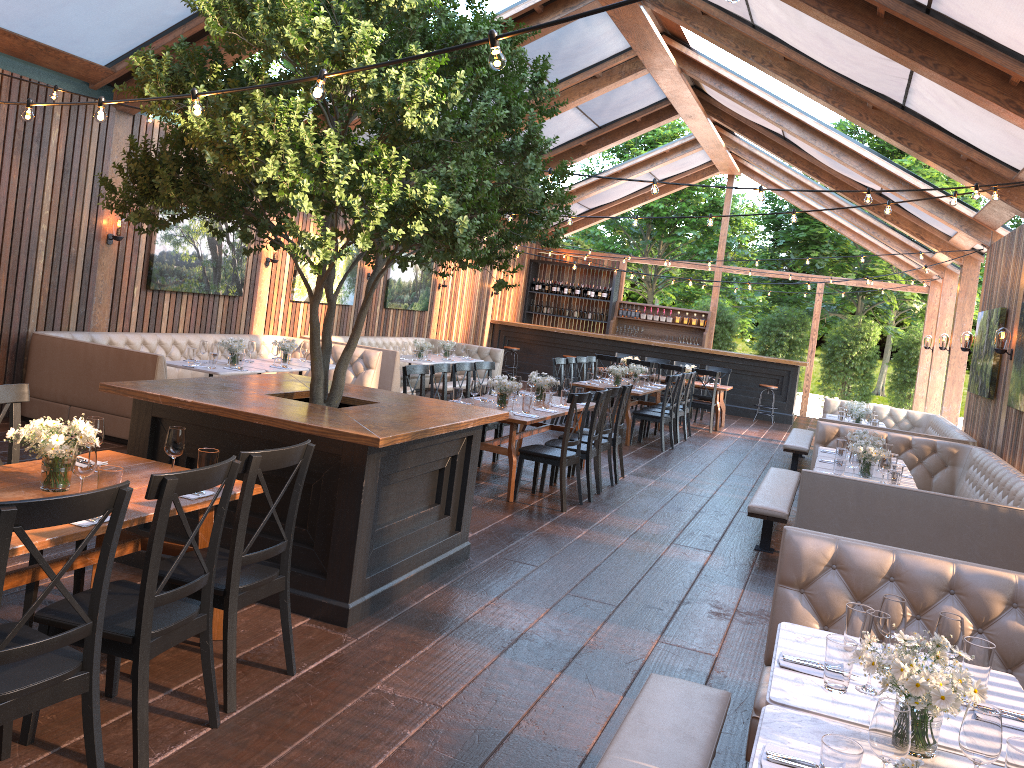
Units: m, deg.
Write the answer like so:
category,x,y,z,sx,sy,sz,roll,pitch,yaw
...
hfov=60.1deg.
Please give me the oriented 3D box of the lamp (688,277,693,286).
category,x,y,z,sx,sy,sz,roll,pitch,yaw
lamp,2.330,-1.333,11.537,0.056,0.121,0.056,8,2,19

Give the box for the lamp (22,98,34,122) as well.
category,x,y,z,sx,sy,sz,roll,pitch,yaw
lamp,-2.469,-1.400,4.521,0.056,0.121,0.056,9,2,29

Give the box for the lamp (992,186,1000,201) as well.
category,x,y,z,sx,sy,sz,roll,pitch,yaw
lamp,3.649,-1.436,6.666,0.056,0.120,0.056,7,2,-14

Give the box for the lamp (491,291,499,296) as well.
category,x,y,z,sx,sy,sz,roll,pitch,yaw
lamp,-0.349,-2.099,19.726,0.178,0.319,0.146,8,2,20

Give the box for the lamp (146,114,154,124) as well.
category,x,y,z,sx,sy,sz,roll,pitch,yaw
lamp,-2.717,-2.015,6.644,0.056,0.117,0.068,8,3,17

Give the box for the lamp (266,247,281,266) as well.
category,x,y,z,sx,sy,sz,roll,pitch,yaw
lamp,-3.229,-1.750,12.003,0.178,0.319,0.146,8,2,20

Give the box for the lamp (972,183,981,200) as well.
category,x,y,z,sx,sy,sz,roll,pitch,yaw
lamp,3.317,-1.375,6.321,0.065,0.118,0.057,6,2,-21

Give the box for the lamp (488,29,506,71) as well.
category,x,y,z,sx,sy,sz,roll,pitch,yaw
lamp,-0.050,-1.023,2.718,0.073,0.115,0.057,6,3,-27

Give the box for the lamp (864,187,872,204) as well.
category,x,y,z,sx,sy,sz,roll,pitch,yaw
lamp,2.556,-1.348,6.346,0.062,0.118,0.057,6,2,-28

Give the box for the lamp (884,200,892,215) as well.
category,x,y,z,sx,sy,sz,roll,pitch,yaw
lamp,3.023,-1.419,7.107,0.056,0.121,0.056,9,3,45

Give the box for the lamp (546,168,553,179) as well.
category,x,y,z,sx,sy,sz,roll,pitch,yaw
lamp,0.277,-1.510,6.431,0.056,0.121,0.056,7,2,1

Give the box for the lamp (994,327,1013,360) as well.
category,x,y,z,sx,sy,sz,roll,pitch,yaw
lamp,4.957,-0.410,8.925,0.178,0.319,0.146,8,2,20

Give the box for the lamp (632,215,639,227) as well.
category,x,y,z,sx,sy,sz,roll,pitch,yaw
lamp,1.183,-1.559,8.457,0.056,0.121,0.056,6,2,-29

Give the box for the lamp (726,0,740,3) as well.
category,x,y,z,sx,sy,sz,roll,pitch,yaw
lamp,0.570,-1.031,2.253,0.057,0.119,0.059,8,2,24

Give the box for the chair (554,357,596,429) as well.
category,x,y,z,sx,sy,sz,roll,pitch,yaw
chair,0.982,0.140,13.097,0.541,1.018,0.477,8,2,15

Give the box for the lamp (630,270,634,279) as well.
category,x,y,z,sx,sy,sz,roll,pitch,yaw
lamp,1.572,-1.429,11.585,0.056,0.120,0.056,8,2,26

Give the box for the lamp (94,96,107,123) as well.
category,x,y,z,sx,sy,sz,roll,pitch,yaw
lamp,-1.879,-1.256,4.047,0.057,0.121,0.056,9,3,40

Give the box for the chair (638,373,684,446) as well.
category,x,y,z,sx,sy,sz,roll,pitch,yaw
chair,2.139,0.328,12.677,0.541,1.018,0.477,8,2,17

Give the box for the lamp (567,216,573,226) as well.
category,x,y,z,sx,sy,sz,roll,pitch,yaw
lamp,0.588,-1.657,8.919,0.056,0.121,0.056,7,2,-5

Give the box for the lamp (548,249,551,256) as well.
category,x,y,z,sx,sy,sz,roll,pitch,yaw
lamp,0.668,-2.308,15.562,0.056,0.121,0.057,6,3,-36

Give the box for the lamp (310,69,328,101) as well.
category,x,y,z,sx,sy,sz,roll,pitch,yaw
lamp,-0.680,-1.059,3.124,0.060,0.119,0.057,6,3,-33

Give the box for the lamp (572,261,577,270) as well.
category,x,y,z,sx,sy,sz,roll,pitch,yaw
lamp,0.824,-1.555,11.616,0.056,0.120,0.056,9,3,39

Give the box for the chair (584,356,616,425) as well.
category,x,y,z,sx,sy,sz,roll,pitch,yaw
chair,1.374,0.093,14.147,0.541,1.018,0.477,8,2,20

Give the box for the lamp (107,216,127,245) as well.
category,x,y,z,sx,sy,sz,roll,pitch,yaw
lamp,-4.197,-1.633,9.409,0.178,0.319,0.146,8,2,20

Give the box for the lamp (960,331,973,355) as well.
category,x,y,z,sx,sy,sz,roll,pitch,yaw
lamp,5.912,-0.526,11.486,0.178,0.319,0.146,8,2,20

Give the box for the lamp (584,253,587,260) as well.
category,x,y,z,sx,sy,sz,roll,pitch,yaw
lamp,1.254,-2.170,15.087,0.056,0.119,0.059,7,2,0

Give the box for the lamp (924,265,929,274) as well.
category,x,y,z,sx,sy,sz,roll,pitch,yaw
lamp,5.364,-1.482,11.444,0.069,0.117,0.056,9,3,27

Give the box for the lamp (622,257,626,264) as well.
category,x,y,z,sx,sy,sz,roll,pitch,yaw
lamp,1.854,-2.048,14.632,0.056,0.121,0.056,7,2,-12

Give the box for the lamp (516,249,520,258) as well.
category,x,y,z,sx,sy,sz,roll,pitch,yaw
lamp,0.080,-1.720,11.682,0.056,0.121,0.056,8,2,8

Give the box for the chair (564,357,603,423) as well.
category,x,y,z,sx,sy,sz,roll,pitch,yaw
chair,1.178,0.117,13.621,0.541,1.018,0.477,8,2,25

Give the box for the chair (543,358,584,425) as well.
category,x,y,z,sx,sy,sz,roll,pitch,yaw
chair,0.787,0.164,12.572,0.541,1.018,0.477,8,2,20

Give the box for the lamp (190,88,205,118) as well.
category,x,y,z,sx,sy,sz,roll,pitch,yaw
lamp,-1.274,-1.140,3.592,0.060,0.119,0.056,9,3,35

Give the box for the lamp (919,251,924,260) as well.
category,x,y,z,sx,sy,sz,roll,pitch,yaw
lamp,5.503,-1.728,11.886,0.056,0.118,0.064,7,2,-6

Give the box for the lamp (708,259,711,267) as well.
category,x,y,z,sx,sy,sz,roll,pitch,yaw
lamp,3.063,-1.875,13.708,0.057,0.121,0.056,9,3,35

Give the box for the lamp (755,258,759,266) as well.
category,x,y,z,sx,sy,sz,roll,pitch,yaw
lamp,3.674,-1.823,13.262,0.056,0.120,0.056,7,2,-4

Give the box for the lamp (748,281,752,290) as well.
category,x,y,z,sx,sy,sz,roll,pitch,yaw
lamp,3.095,-1.278,11.501,0.056,0.120,0.057,7,2,-20

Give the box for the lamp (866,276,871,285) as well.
category,x,y,z,sx,sy,sz,roll,pitch,yaw
lamp,4.616,-1.340,11.453,0.059,0.119,0.057,6,3,-39

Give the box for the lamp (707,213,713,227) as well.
category,x,y,z,sx,sy,sz,roll,pitch,yaw
lamp,1.797,-1.483,8.004,0.056,0.121,0.056,9,2,29

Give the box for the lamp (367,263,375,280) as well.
category,x,y,z,sx,sy,sz,roll,pitch,yaw
lamp,-2.274,-1.866,14.564,0.178,0.319,0.146,8,2,20

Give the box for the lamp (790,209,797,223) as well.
category,x,y,z,sx,sy,sz,roll,pitch,yaw
lamp,2.411,-1.435,7.553,0.056,0.121,0.056,9,3,32

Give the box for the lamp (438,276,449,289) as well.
category,x,y,z,sx,sy,sz,roll,pitch,yaw
lamp,-1.314,-1.982,17.140,0.178,0.319,0.146,8,2,20

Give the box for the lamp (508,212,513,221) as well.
category,x,y,z,sx,sy,sz,roll,pitch,yaw
lamp,-0.015,-1.773,9.381,0.056,0.121,0.056,9,3,35

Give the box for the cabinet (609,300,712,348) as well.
category,x,y,z,sx,sy,sz,roll,pitch,yaw
cabinet,3.408,-0.813,20.871,2.281,2.090,0.493,9,2,20

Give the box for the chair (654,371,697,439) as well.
category,x,y,z,sx,sy,sz,roll,pitch,yaw
chair,2.544,0.285,13.707,0.541,1.018,0.477,8,2,20

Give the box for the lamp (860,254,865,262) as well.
category,x,y,z,sx,sy,sz,roll,pitch,yaw
lamp,4.886,-1.752,12.327,0.056,0.114,0.075,8,3,18

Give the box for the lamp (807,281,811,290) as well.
category,x,y,z,sx,sy,sz,roll,pitch,yaw
lamp,3.856,-1.277,11.480,0.056,0.120,0.056,8,2,17

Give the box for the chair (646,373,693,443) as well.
category,x,y,z,sx,sy,sz,roll,pitch,yaw
chair,2.354,0.309,13.180,0.541,1.018,0.477,8,2,26

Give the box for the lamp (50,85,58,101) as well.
category,x,y,z,sx,sy,sz,roll,pitch,yaw
lamp,-3.458,-2.200,6.685,0.056,0.120,0.056,7,2,2

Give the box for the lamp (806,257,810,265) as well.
category,x,y,z,sx,sy,sz,roll,pitch,yaw
lamp,4.269,-1.783,12.780,0.056,0.114,0.075,6,3,-24

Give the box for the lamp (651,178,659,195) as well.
category,x,y,z,sx,sy,sz,roll,pitch,yaw
lamp,1.034,-1.425,6.381,0.056,0.120,0.056,8,2,8

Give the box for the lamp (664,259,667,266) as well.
category,x,y,z,sx,sy,sz,roll,pitch,yaw
lamp,2.461,-1.947,14.164,0.057,0.119,0.056,8,2,14

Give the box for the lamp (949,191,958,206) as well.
category,x,y,z,sx,sy,sz,roll,pitch,yaw
lamp,3.412,-1.431,6.832,0.056,0.121,0.056,8,2,23

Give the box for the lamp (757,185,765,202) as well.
category,x,y,z,sx,sy,sz,roll,pitch,yaw
lamp,1.795,-1.367,6.355,0.056,0.120,0.056,7,2,-14
